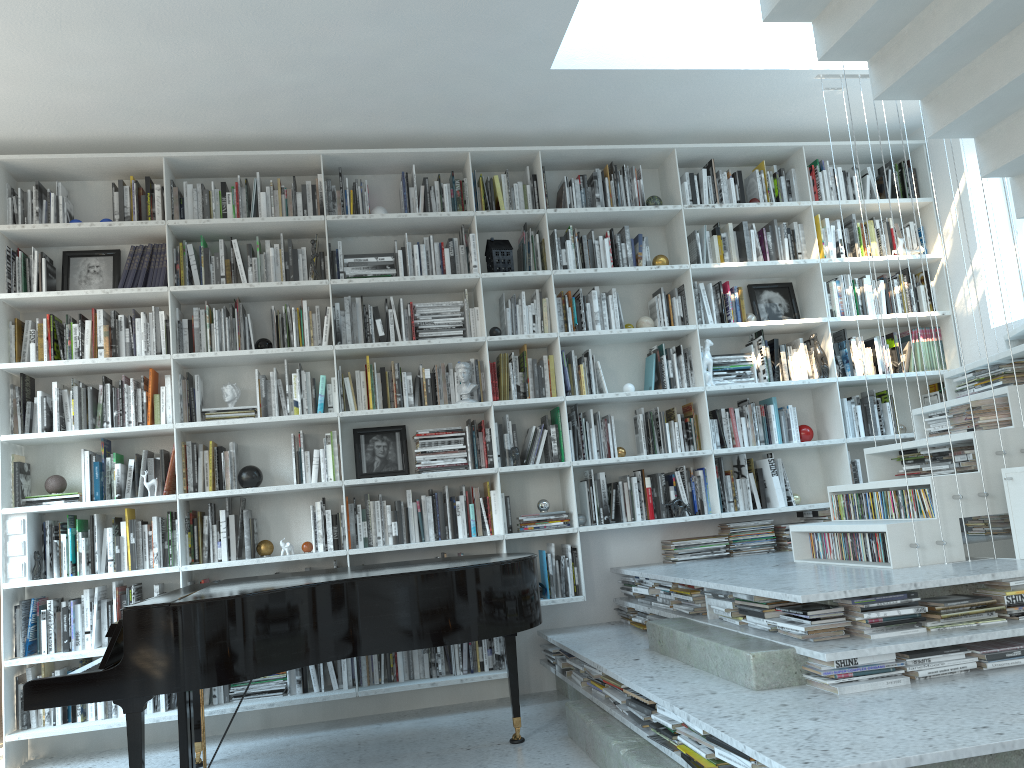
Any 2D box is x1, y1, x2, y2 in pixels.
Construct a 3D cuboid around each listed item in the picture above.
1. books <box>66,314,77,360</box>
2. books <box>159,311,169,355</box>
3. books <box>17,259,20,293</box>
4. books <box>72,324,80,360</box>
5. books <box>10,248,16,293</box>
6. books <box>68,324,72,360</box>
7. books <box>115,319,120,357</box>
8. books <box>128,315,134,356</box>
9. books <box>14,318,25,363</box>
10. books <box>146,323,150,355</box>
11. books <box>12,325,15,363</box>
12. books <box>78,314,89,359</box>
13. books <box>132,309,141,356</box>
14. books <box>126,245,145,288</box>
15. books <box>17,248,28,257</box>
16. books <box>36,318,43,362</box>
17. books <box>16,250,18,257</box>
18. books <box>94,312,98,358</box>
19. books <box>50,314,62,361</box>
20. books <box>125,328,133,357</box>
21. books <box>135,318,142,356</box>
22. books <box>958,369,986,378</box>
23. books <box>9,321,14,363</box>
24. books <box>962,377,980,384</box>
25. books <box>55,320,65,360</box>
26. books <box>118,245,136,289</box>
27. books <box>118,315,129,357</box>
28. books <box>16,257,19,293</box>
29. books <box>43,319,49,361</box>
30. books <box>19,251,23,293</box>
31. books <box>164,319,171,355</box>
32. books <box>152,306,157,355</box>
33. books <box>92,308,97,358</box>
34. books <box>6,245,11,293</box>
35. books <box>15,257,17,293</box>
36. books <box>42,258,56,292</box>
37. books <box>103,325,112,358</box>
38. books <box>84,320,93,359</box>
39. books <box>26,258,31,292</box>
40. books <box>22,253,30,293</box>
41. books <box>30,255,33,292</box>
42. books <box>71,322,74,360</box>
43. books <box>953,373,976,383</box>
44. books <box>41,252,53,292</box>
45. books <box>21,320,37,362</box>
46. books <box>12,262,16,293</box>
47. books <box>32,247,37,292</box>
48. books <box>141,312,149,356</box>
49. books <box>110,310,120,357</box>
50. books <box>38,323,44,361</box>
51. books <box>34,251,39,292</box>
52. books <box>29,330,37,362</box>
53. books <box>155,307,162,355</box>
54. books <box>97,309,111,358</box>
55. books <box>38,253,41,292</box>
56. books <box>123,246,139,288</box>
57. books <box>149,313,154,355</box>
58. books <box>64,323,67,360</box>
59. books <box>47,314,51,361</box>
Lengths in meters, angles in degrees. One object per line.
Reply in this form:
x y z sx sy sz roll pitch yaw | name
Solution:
-2.378 -0.224 4.792 0.012 0.277 0.151 -4 -8 -11 | books
-1.895 -0.251 4.867 0.035 0.263 0.178 -4 -8 -11 | books
-2.622 -0.544 4.769 0.004 0.214 0.187 -4 -8 -11 | books
-2.326 -0.199 4.785 0.031 0.217 0.173 -4 -8 -11 | books
-2.674 -0.573 4.785 0.006 0.287 0.148 -4 -8 -11 | books
-2.360 -0.197 4.778 0.014 0.217 0.164 -4 -8 -11 | books
-2.127 -0.220 4.824 0.013 0.232 0.171 -4 -8 -11 | books
-2.066 -0.235 4.855 0.035 0.260 0.131 -4 -8 -11 | books
-2.614 -0.203 4.733 0.012 0.263 0.180 -4 -8 -11 | books
-1.975 -0.216 4.858 0.013 0.206 0.172 -4 -8 -11 | books
-2.631 -0.185 4.736 0.022 0.232 0.151 -4 -8 -11 | books
-2.308 -0.227 4.797 0.014 0.272 0.180 -4 -8 -11 | books
-2.041 -0.249 4.843 0.012 0.280 0.188 -4 -8 -11 | books
-2.066 -0.608 4.896 0.110 0.279 0.174 -4 -8 -11 | books
-2.644 -0.575 4.797 0.006 0.288 0.144 -4 -8 -11 | books
-2.518 -0.208 4.759 0.010 0.262 0.151 -4 -8 -11 | books
-2.648 -0.570 4.793 0.005 0.277 0.147 -4 -8 -11 | books
-2.228 -0.233 4.801 0.023 0.270 0.187 -4 -8 -11 | books
-2.444 -0.222 4.761 0.011 0.277 0.164 -4 -8 -11 | books
-2.083 -0.198 4.841 0.022 0.185 0.137 -4 -8 -11 | books
-2.017 -0.227 4.839 0.030 0.230 0.172 -4 -8 -11 | books
2.407 -0.057 4.532 0.165 0.014 0.236 -6 -8 6 | books
-2.650 -0.193 4.743 0.012 0.253 0.161 -4 -8 -11 | books
2.427 -0.028 4.527 0.136 0.017 0.298 -6 -8 5 | books
-2.417 -0.207 4.782 0.047 0.249 0.134 -4 -8 -11 | books
-2.112 -0.603 4.896 0.110 0.279 0.174 -4 -8 -11 | books
-2.111 -0.233 4.843 0.029 0.260 0.158 -4 -8 -11 | books
-2.631 -0.549 4.779 0.009 0.228 0.185 -4 -8 -11 | books
-2.475 -0.207 4.761 0.014 0.252 0.187 -4 -8 -11 | books
-2.621 -0.564 4.787 0.009 0.259 0.184 -4 -8 -11 | books
-1.851 -0.227 4.845 0.039 0.202 0.236 -4 -8 -11 | books
-1.939 -0.263 4.851 0.012 0.290 0.182 -4 -8 -11 | books
-2.251 -0.245 4.818 0.014 0.303 0.152 -4 -8 -11 | books
-2.686 -0.577 4.773 0.005 0.292 0.184 -4 -8 -11 | books
-2.652 -0.550 4.790 0.005 0.238 0.154 -4 -8 -11 | books
-2.502 -0.551 4.798 0.012 0.213 0.186 -4 -8 -11 | books
-2.168 -0.201 4.797 0.029 0.195 0.192 -4 -8 -11 | books
-2.278 -0.211 4.805 0.047 0.238 0.162 -4 -8 -11 | books
-2.579 -0.548 4.784 0.018 0.218 0.186 -4 -8 -11 | books
-2.602 -0.561 4.777 0.004 0.245 0.189 -4 -8 -11 | books
-2.571 -0.559 4.799 0.019 0.243 0.153 -4 -8 -11 | books
-2.349 -0.202 4.788 0.011 0.228 0.170 -4 -8 -11 | books
2.399 -0.041 4.531 0.190 0.015 0.230 -6 -8 3 | books
-2.518 -0.569 4.806 0.012 0.254 0.167 -4 -8 -11 | books
-2.581 -0.200 4.755 0.062 0.258 0.153 -4 -8 -11 | books
-2.660 -0.533 4.785 0.015 0.206 0.172 -4 -8 -11 | books
-2.561 -0.579 4.802 0.005 0.280 0.191 -4 -8 -11 | books
-1.993 -0.245 4.846 0.022 0.263 0.174 -4 -8 -11 | books
-2.150 -0.243 4.835 0.025 0.285 0.161 -4 -8 -11 | books
-2.496 -0.194 4.756 0.030 0.229 0.172 -4 -8 -11 | books
-2.544 -0.570 4.793 0.023 0.258 0.183 -4 -8 -11 | books
-2.530 -0.176 4.736 0.026 0.195 0.176 -4 -8 -11 | books
-1.925 -0.261 4.866 0.022 0.289 0.169 -4 -8 -11 | books
-2.202 -0.243 4.801 0.030 0.285 0.185 -4 -8 -11 | books
-2.529 -0.565 4.805 0.011 0.249 0.168 -4 -8 -11 | books
-2.091 -0.603 4.909 0.110 0.279 0.174 -4 -8 -11 | books
-1.961 -0.245 4.874 0.024 0.265 0.155 -4 -8 -11 | books
-2.388 -0.199 4.790 0.012 0.230 0.150 -4 -8 -11 | books
-2.461 -0.221 4.769 0.020 0.280 0.165 -4 -8 -11 | books
